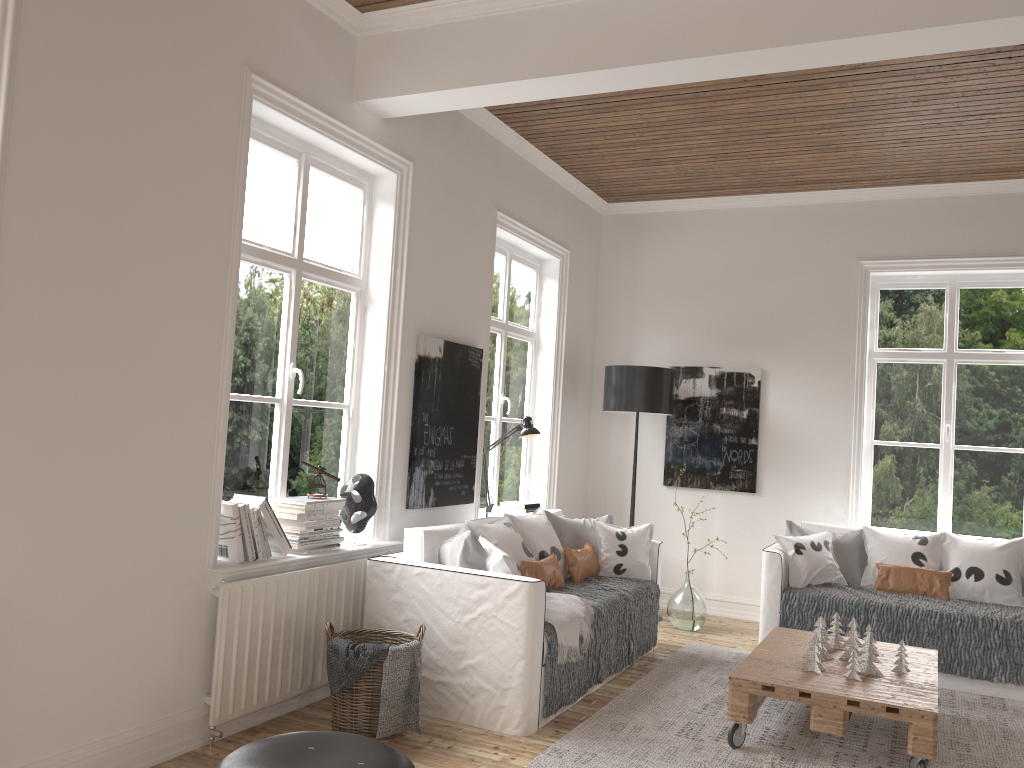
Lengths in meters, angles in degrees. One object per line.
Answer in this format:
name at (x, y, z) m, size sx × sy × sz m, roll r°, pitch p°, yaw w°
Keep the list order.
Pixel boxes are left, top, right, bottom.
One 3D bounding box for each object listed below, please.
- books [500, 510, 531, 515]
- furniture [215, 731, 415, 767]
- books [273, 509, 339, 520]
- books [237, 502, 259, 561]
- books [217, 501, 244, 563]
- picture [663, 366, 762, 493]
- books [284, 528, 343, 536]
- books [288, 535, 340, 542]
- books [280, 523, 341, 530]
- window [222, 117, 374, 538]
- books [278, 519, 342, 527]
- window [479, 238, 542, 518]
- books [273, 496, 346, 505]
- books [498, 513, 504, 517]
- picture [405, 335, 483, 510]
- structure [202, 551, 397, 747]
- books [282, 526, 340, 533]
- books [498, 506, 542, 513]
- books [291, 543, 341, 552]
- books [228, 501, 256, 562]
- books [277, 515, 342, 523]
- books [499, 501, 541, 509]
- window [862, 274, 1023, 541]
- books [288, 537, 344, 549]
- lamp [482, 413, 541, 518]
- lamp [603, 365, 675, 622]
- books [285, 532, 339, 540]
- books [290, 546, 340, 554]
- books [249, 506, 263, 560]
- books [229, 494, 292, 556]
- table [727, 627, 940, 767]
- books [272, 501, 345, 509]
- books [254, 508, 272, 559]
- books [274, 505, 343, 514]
books at (0.057, 0.862, 5.965) m, size 0.191 × 0.023 × 0.242 m, roll 2°, pitch -3°, yaw 24°
furniture at (-0.494, 1.127, 2.173) m, size 0.518 × 0.430 × 0.518 m, roll 6°, pitch -4°, yaw -43°
books at (-0.936, 0.577, 3.971) m, size 0.180 × 0.028 × 0.296 m, roll 2°, pitch -3°, yaw 26°
books at (-1.109, 0.592, 3.579) m, size 0.152 × 0.232 × 0.104 m, roll 2°, pitch -3°, yaw 26°
books at (-1.148, 0.581, 3.515) m, size 0.172 × 0.239 × 0.093 m, roll 2°, pitch -3°, yaw 26°
picture at (1.484, 0.327, 6.589) m, size 0.680 × 0.908 × 0.041 m, roll 2°, pitch -3°, yaw 26°
books at (-0.904, 0.658, 3.989) m, size 0.161 × 0.013 × 0.256 m, roll 2°, pitch -3°, yaw 26°
books at (-0.916, 0.686, 3.986) m, size 0.161 × 0.013 × 0.254 m, roll 2°, pitch -3°, yaw 26°
books at (-0.909, 0.633, 3.982) m, size 0.161 × 0.012 × 0.254 m, roll 2°, pitch -3°, yaw 26°
window at (-0.985, -0.172, 4.030) m, size 0.120 × 1.872 × 1.055 m, roll 2°, pitch -3°, yaw 26°
books at (-0.913, 0.618, 3.992) m, size 0.167 × 0.017 × 0.263 m, roll 2°, pitch -3°, yaw 26°
window at (-0.052, -0.013, 5.980) m, size 0.120 × 1.872 × 1.055 m, roll 2°, pitch -3°, yaw 26°
books at (-0.903, 0.521, 3.974) m, size 0.182 × 0.016 × 0.288 m, roll 2°, pitch -3°, yaw 26°
books at (0.052, 0.890, 5.974) m, size 0.191 × 0.032 × 0.258 m, roll 2°, pitch -3°, yaw 28°
picture at (-0.361, 0.221, 4.923) m, size 0.041 × 0.908 × 0.680 m, roll 2°, pitch -3°, yaw 26°
structure at (-0.877, 1.200, 3.865) m, size 0.095 × 0.829 × 1.223 m, roll 2°, pitch -3°, yaw 26°
books at (-0.920, 0.644, 3.974) m, size 0.159 × 0.012 × 0.285 m, roll 2°, pitch -3°, yaw 26°
books at (0.054, 0.840, 5.978) m, size 0.212 × 0.023 × 0.258 m, roll 2°, pitch -3°, yaw 26°
books at (-0.916, 0.723, 3.966) m, size 0.159 × 0.012 × 0.285 m, roll 2°, pitch -3°, yaw 26°
books at (-1.120, 0.587, 3.549) m, size 0.172 × 0.235 × 0.112 m, roll 2°, pitch -3°, yaw 26°
books at (-0.928, 0.600, 3.991) m, size 0.182 × 0.016 × 0.288 m, roll 2°, pitch -3°, yaw 26°
books at (0.054, 0.814, 5.970) m, size 0.190 × 0.028 × 0.239 m, roll 2°, pitch -3°, yaw 28°
window at (2.993, 0.177, 6.081) m, size 1.055 × 1.872 × 0.120 m, roll 2°, pitch -3°, yaw 26°
books at (-0.923, 0.703, 3.974) m, size 0.176 × 0.025 × 0.331 m, roll 2°, pitch -3°, yaw 26°
lamp at (-0.030, 0.526, 5.534) m, size 0.439 × 0.703 × 0.196 m, roll 2°, pitch -3°, yaw 26°
lamp at (0.866, 0.763, 6.315) m, size 0.499 × 1.754 × 0.499 m, roll 2°, pitch -3°, yaw 23°
books at (-0.937, 0.671, 3.978) m, size 0.182 × 0.016 × 0.288 m, roll 2°, pitch -3°, yaw 26°
books at (-0.914, 0.737, 3.981) m, size 0.161 × 0.012 × 0.254 m, roll 2°, pitch -3°, yaw 26°
books at (-1.100, 0.600, 3.607) m, size 0.161 × 0.218 × 0.101 m, roll 2°, pitch -3°, yaw 26°
books at (-1.052, 0.590, 3.703) m, size 0.176 × 0.255 × 0.226 m, roll 2°, pitch -3°, yaw 26°
table at (1.483, 1.408, 4.010) m, size 0.821 × 0.300 × 1.189 m, roll 2°, pitch -3°, yaw 26°
books at (-0.911, 0.537, 3.983) m, size 0.182 × 0.016 × 0.288 m, roll 2°, pitch -3°, yaw 26°
books at (-1.079, 0.606, 3.639) m, size 0.161 × 0.213 × 0.118 m, roll 2°, pitch -3°, yaw 26°
books at (-0.912, 0.556, 3.983) m, size 0.174 × 0.021 × 0.273 m, roll 2°, pitch -3°, yaw 26°
